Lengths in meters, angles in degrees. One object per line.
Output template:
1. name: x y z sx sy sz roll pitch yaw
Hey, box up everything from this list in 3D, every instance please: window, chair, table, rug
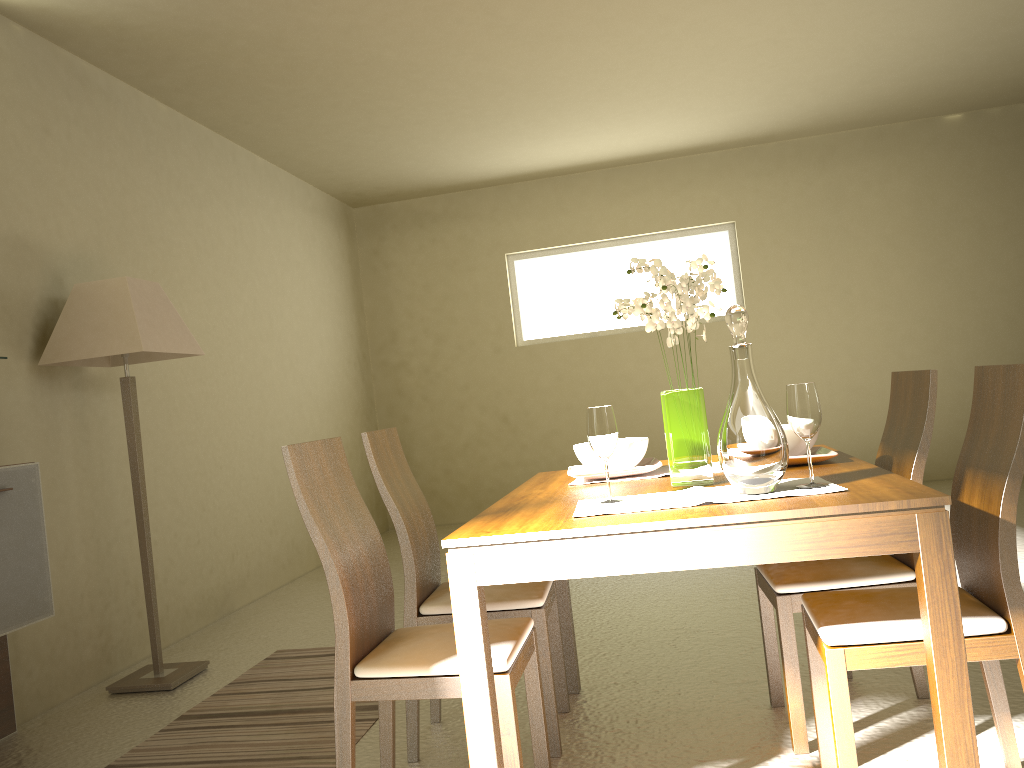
1. window: 1.001 -0.866 7.931 2.025 0.848 0.100 -7 -1 10
2. chair: -0.225 0.626 2.276 0.507 1.017 0.404 -7 -1 10
3. table: 0.509 0.660 2.453 1.000 0.790 1.411 -7 -1 10
4. rug: -0.853 1.227 3.371 0.843 0.010 1.613 -7 -1 10
5. chair: 0.999 0.493 2.635 0.507 1.017 0.404 -7 -1 7
6. chair: 0.967 0.487 2.108 0.507 1.017 0.404 -7 -1 11
7. chair: -0.135 0.626 2.860 0.507 1.017 0.404 -7 -1 7

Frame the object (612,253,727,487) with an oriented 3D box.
1. object: 0.437 -0.037 2.349 0.304 0.608 0.302 -7 -1 13

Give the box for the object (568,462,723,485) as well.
1. object: 0.485 0.265 2.722 0.589 0.010 0.287 -7 -1 13

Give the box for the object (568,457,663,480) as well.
1. object: 0.315 0.268 2.741 0.283 0.033 0.283 -7 -1 4

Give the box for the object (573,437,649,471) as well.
1. object: 0.310 0.228 2.741 0.233 0.101 0.233 -6 -1 -1

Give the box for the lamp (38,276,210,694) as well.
1. lamp: -1.667 0.434 3.960 0.499 1.782 0.499 -7 -1 10

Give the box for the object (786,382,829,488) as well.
1. object: 0.662 0.114 1.993 0.075 0.232 0.075 -6 -1 -31

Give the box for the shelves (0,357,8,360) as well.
1. shelves: -2.204 -0.079 2.088 0.255 0.008 2.463 -7 -1 10

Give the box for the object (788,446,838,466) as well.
1. object: 0.776 0.214 2.567 0.283 0.041 0.283 -7 -1 10

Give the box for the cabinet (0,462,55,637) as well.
1. cabinet: -2.070 0.588 2.066 0.372 0.570 2.463 -7 -1 10

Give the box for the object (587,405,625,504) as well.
1. object: 0.225 0.170 2.145 0.075 0.232 0.075 -6 -1 -31

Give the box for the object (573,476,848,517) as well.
1. object: 0.441 0.258 2.061 0.589 0.010 0.287 -7 -1 7

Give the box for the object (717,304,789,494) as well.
1. object: 0.530 0.031 2.007 0.156 0.426 0.156 -6 -1 -39

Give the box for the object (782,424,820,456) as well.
1. object: 0.774 0.173 2.567 0.232 0.107 0.233 -7 -1 21
